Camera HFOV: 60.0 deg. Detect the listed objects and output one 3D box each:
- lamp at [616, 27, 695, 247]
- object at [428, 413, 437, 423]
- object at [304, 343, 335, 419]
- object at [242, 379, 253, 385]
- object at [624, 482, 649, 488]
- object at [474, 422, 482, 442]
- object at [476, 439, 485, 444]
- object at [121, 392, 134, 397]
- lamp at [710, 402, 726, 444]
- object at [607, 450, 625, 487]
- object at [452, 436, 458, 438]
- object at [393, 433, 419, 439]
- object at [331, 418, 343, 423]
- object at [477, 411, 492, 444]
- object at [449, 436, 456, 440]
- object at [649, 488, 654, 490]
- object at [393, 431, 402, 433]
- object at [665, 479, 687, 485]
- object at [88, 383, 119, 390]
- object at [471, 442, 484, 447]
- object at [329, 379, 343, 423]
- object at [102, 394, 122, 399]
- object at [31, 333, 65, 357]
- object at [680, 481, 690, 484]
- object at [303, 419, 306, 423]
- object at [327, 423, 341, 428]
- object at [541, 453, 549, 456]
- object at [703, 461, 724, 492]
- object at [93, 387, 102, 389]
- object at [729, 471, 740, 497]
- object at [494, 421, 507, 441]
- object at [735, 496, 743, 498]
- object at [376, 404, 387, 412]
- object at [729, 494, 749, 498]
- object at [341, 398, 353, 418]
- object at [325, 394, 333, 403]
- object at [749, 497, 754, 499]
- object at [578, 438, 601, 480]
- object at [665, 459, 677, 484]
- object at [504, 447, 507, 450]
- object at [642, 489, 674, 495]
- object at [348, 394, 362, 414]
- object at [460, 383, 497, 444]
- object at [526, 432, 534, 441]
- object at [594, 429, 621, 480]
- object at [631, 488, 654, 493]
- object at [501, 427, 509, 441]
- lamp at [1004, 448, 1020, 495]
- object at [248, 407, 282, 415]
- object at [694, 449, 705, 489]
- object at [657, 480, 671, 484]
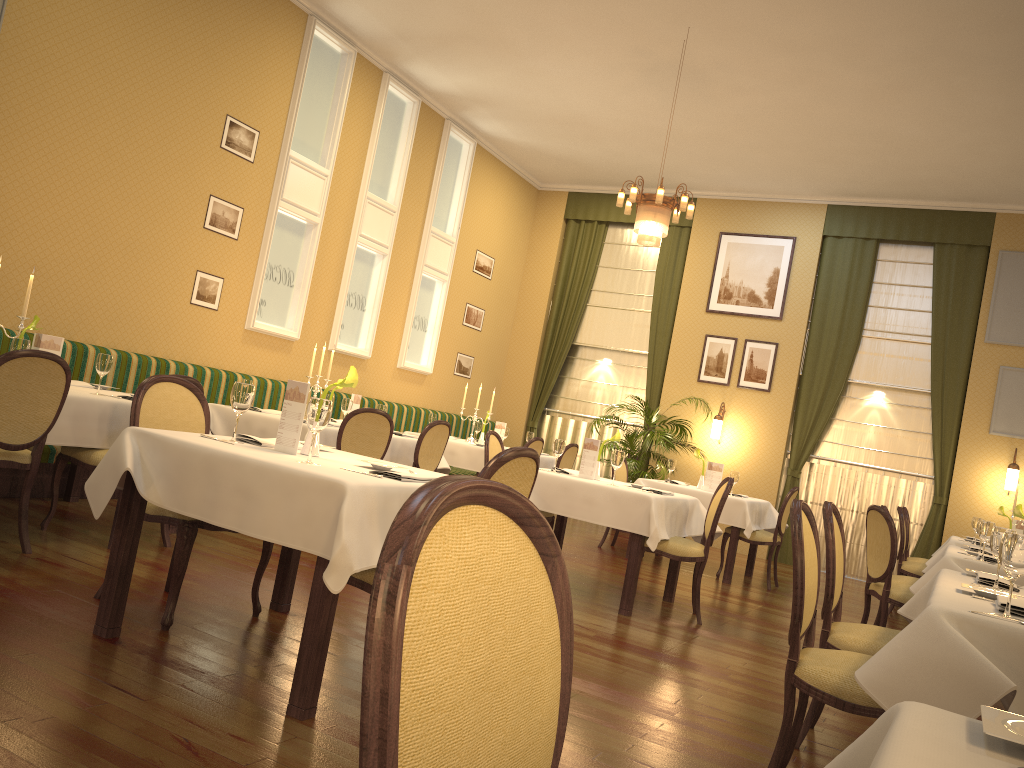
[{"bbox_3d":[1.290,-2.036,7.346,0.593,1.796,0.593,10,-3,25],"label":"lamp"},{"bbox_3d":[-0.836,0.420,9.174,0.088,0.229,0.088,11,-3,-14],"label":"object"},{"bbox_3d":[-1.546,-0.026,7.060,0.390,0.655,0.131,8,-4,42],"label":"object"},{"bbox_3d":[-2.042,0.079,6.783,0.088,0.229,0.088,11,-3,-14],"label":"object"},{"bbox_3d":[0.859,0.703,6.094,0.160,0.024,0.160,9,-3,28],"label":"object"},{"bbox_3d":[-0.393,0.545,10.040,0.088,0.229,0.088,11,-3,-14],"label":"object"},{"bbox_3d":[-0.310,0.671,10.212,0.142,0.033,0.273,9,-3,28],"label":"object"},{"bbox_3d":[-2.235,0.079,5.300,0.160,0.024,0.160,9,-3,28],"label":"object"},{"bbox_3d":[2.560,0.475,11.000,0.114,0.513,0.323,10,-3,17],"label":"lamp"},{"bbox_3d":[0.675,0.548,5.772,0.088,0.229,0.088,12,-3,-20],"label":"object"},{"bbox_3d":[-0.652,0.583,9.643,0.160,0.024,0.160,9,-3,28],"label":"object"},{"bbox_3d":[-0.909,0.435,7.515,0.142,0.024,0.273,9,-3,28],"label":"object"},{"bbox_3d":[-1.517,0.330,7.822,0.142,0.033,0.273,9,-3,28],"label":"object"},{"bbox_3d":[-0.296,0.473,9.689,0.076,0.375,0.163,10,-3,14],"label":"object"},{"bbox_3d":[-0.711,0.554,9.336,0.142,0.033,0.273,9,-3,28],"label":"object"},{"bbox_3d":[1.026,0.741,6.131,0.181,0.015,0.038,9,-3,29],"label":"object"},{"bbox_3d":[-1.027,0.420,7.695,0.160,0.024,0.160,9,-3,28],"label":"object"},{"bbox_3d":[1.599,0.961,8.659,0.142,0.033,0.273,9,-3,28],"label":"object"},{"bbox_3d":[-2.631,0.021,5.679,0.160,0.024,0.160,9,-3,28],"label":"object"},{"bbox_3d":[-0.319,0.607,8.808,0.160,0.024,0.160,9,-3,28],"label":"object"},{"bbox_3d":[-1.460,0.137,7.237,0.076,0.375,0.163,13,-3,-41],"label":"object"},{"bbox_3d":[-2.261,0.065,4.982,0.185,0.010,0.017,9,-3,28],"label":"object"},{"bbox_3d":[-2.588,-0.136,4.871,0.166,0.277,0.081,11,-3,-1],"label":"object"},{"bbox_3d":[1.693,0.993,8.911,0.160,0.024,0.160,9,-3,28],"label":"object"},{"bbox_3d":[-1.526,0.266,6.417,0.160,0.024,0.160,9,-3,28],"label":"object"},{"bbox_3d":[-1.378,0.304,6.698,0.142,0.033,0.273,9,-3,28],"label":"object"},{"bbox_3d":[0.297,0.776,9.905,0.142,0.024,0.273,9,-3,28],"label":"object"},{"bbox_3d":[1.881,0.875,8.344,0.166,0.277,0.081,9,-3,34],"label":"object"},{"bbox_3d":[-2.638,0.019,5.567,0.181,0.015,0.038,9,-3,29],"label":"object"},{"bbox_3d":[2.014,0.910,8.078,0.088,0.229,0.088,11,-3,-14],"label":"object"},{"bbox_3d":[-0.169,0.549,9.696,0.166,0.277,0.081,8,-4,44],"label":"object"},{"bbox_3d":[2.039,1.030,8.166,0.185,0.010,0.017,9,-3,28],"label":"object"},{"bbox_3d":[-1.089,0.285,7.307,0.088,0.229,0.088,11,-3,-14],"label":"object"},{"bbox_3d":[2.142,1.056,8.400,0.142,0.024,0.273,9,-3,28],"label":"object"},{"bbox_3d":[-1.294,0.226,6.881,0.088,0.229,0.088,11,-3,-14],"label":"object"},{"bbox_3d":[-1.600,0.204,7.650,0.088,0.229,0.088,12,-3,-20],"label":"object"},{"bbox_3d":[2.263,1.091,8.583,0.181,0.015,0.038,9,-3,29],"label":"object"},{"bbox_3d":[0.517,0.510,6.084,0.081,0.277,0.166,12,-3,-16],"label":"object"},{"bbox_3d":[1.516,0.835,8.487,0.088,0.229,0.088,11,-3,-14],"label":"object"},{"bbox_3d":[-0.171,0.645,9.089,0.142,0.033,0.273,9,-3,28],"label":"object"},{"bbox_3d":[0.977,0.718,5.913,0.142,0.024,0.273,9,-3,28],"label":"object"},{"bbox_3d":[-1.318,0.223,7.390,0.081,0.277,0.166,11,-3,-11],"label":"object"},{"bbox_3d":[-0.382,0.304,9.383,0.390,0.655,0.131,9,-3,33],"label":"object"},{"bbox_3d":[0.183,0.637,9.658,0.088,0.229,0.088,11,-3,-14],"label":"object"},{"bbox_3d":[0.650,0.486,6.143,0.163,0.375,0.076,11,-3,4],"label":"object"},{"bbox_3d":[0.833,0.689,5.776,0.185,0.010,0.017,9,-3,28],"label":"object"},{"bbox_3d":[-0.088,0.567,9.272,0.088,0.229,0.088,11,-3,-14],"label":"object"},{"bbox_3d":[5.355,0.936,9.524,0.114,0.513,0.323,10,-3,17],"label":"lamp"},{"bbox_3d":[-1.918,0.213,6.945,0.142,0.033,0.273,9,-3,28],"label":"object"},{"bbox_3d":[1.811,0.820,8.551,0.076,0.375,0.163,13,-3,-41],"label":"object"},{"bbox_3d":[1.466,0.933,8.404,0.185,0.010,0.017,9,-3,29],"label":"object"}]
